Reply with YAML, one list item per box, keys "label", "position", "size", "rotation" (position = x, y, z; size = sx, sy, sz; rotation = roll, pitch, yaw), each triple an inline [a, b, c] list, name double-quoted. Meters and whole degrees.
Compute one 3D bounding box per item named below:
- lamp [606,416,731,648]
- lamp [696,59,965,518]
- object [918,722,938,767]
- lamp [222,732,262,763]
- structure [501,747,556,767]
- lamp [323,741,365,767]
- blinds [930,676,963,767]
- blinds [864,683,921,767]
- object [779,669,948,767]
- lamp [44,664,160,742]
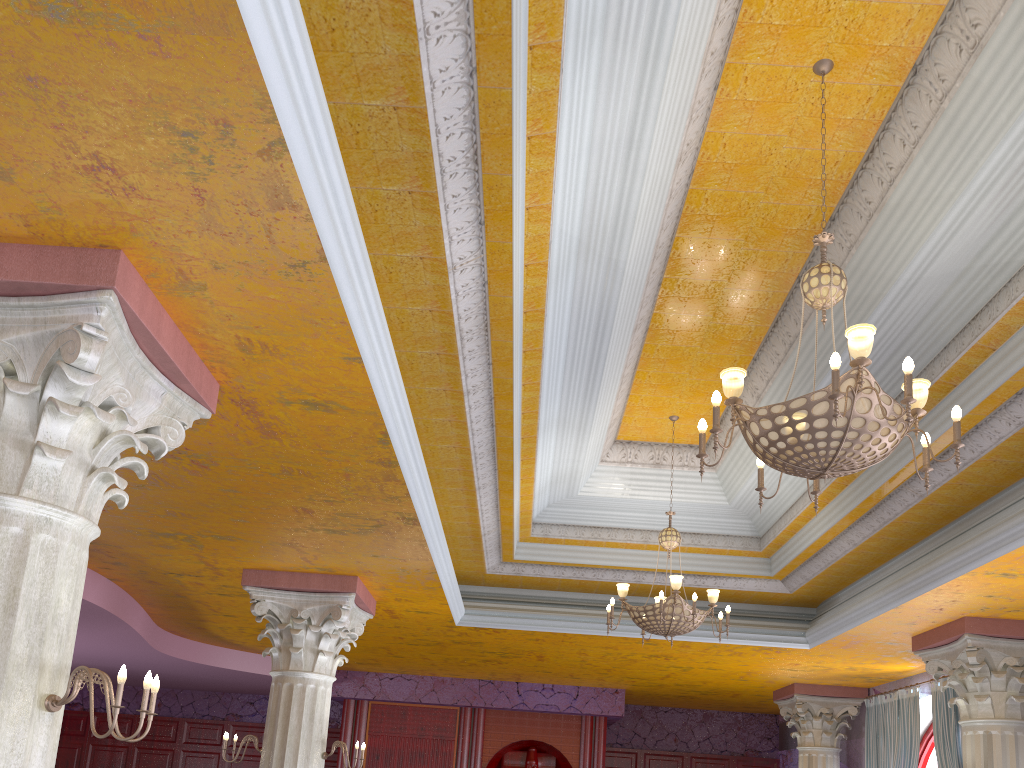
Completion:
- label: "lamp"
  position: [1.434, 1.271, 7.763]
  size: [0.999, 2.040, 0.983]
  rotation: [18, -20, -42]
- label: "lamp"
  position: [1.422, -0.568, 3.908]
  size: [0.999, 2.040, 0.983]
  rotation: [18, -20, -42]
- label: "object"
  position: [5.540, 4.980, 10.155]
  size: [0.160, 2.372, 3.853]
  rotation: [4, -22, 2]
- label: "lamp"
  position: [-2.498, 3.399, 7.978]
  size: [0.384, 0.256, 0.365]
  rotation: [8, -21, -10]
- label: "structure"
  position: [0.235, 7.028, 14.457]
  size: [0.964, 1.732, 0.684]
  rotation: [4, -14, 1]
- label: "lamp"
  position: [-1.545, 3.431, 7.906]
  size: [0.384, 0.256, 0.365]
  rotation: [8, -21, -10]
- label: "blinds"
  position: [4.877, 4.748, 9.077]
  size: [0.244, 3.298, 1.823]
  rotation: [4, -15, 1]
- label: "blinds"
  position: [4.883, 5.686, 11.044]
  size: [0.244, 3.298, 1.824]
  rotation: [4, -16, 3]
- label: "object"
  position: [4.810, 1.681, 2.804]
  size: [2.092, 3.359, 31.535]
  rotation: [4, -25, 2]
- label: "lamp"
  position: [-1.559, 1.200, 3.230]
  size: [0.384, 0.256, 0.365]
  rotation: [8, -21, -10]
